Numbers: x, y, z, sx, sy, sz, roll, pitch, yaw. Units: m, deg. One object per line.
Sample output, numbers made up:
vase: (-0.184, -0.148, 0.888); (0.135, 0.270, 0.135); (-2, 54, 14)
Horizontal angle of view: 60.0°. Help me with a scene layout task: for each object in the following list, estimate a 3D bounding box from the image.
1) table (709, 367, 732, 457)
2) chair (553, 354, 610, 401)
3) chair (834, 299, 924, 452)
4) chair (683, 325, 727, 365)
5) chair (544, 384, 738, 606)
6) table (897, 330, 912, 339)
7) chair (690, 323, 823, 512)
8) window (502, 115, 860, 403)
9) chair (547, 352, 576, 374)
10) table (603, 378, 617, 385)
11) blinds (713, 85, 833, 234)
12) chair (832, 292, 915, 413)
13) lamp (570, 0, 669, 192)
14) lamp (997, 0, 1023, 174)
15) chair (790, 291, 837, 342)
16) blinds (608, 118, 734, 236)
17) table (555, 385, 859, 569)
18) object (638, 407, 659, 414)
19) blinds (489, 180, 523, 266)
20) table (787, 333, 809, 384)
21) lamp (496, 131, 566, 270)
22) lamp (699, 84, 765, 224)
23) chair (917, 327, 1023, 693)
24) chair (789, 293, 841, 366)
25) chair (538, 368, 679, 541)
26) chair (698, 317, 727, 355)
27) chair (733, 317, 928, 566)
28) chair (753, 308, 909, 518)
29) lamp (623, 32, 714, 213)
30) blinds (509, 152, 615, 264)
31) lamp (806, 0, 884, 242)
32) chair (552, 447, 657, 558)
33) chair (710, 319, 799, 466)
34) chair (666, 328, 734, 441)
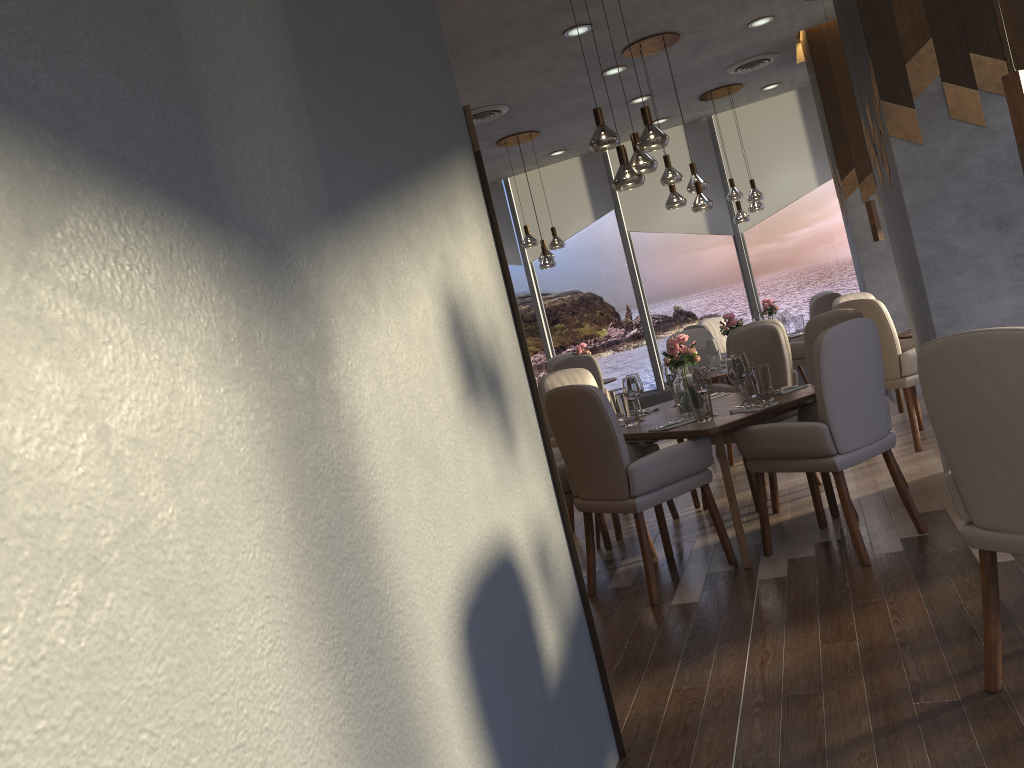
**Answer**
table: (1.700, 0.211, 6.761); (0.834, 0.662, 0.834); (-14, 2, -7)
chair: (0.662, 0.223, 8.212); (0.528, 1.000, 0.600); (-14, 1, 0)
chair: (2.524, -0.114, 5.760); (0.601, 1.000, 0.527); (-14, 1, -25)
chair: (2.110, -0.150, 8.731); (0.601, 1.000, 0.527); (-14, 1, -24)
chair: (0.572, 0.432, 4.117); (0.602, 1.000, 0.526); (-14, 1, -35)
table: (3.111, -0.094, 5.988); (0.831, 0.662, 0.837); (-12, 2, 39)
chair: (1.385, 0.183, 5.268); (0.602, 1.000, 0.526); (-14, 1, -33)
window: (1.442, -1.318, 7.479); (8.086, 3.197, 16.082); (-15, 3, -26)
chair: (0.676, 0.167, 9.373); (0.528, 1.000, 0.600); (-14, 1, -1)
table: (0.706, 0.358, 8.789); (0.836, 0.662, 0.832); (-14, 2, -21)
blinds: (2.811, -3.118, 9.793); (1.170, 2.680, 0.007); (-13, 1, 19)
chair: (2.819, -0.224, 6.607); (0.529, 1.000, 0.598); (-14, 1, -21)
lamp: (0.513, -1.669, 4.635); (0.439, 1.325, 0.440); (-14, 1, 4)
lamp: (1.667, -1.546, 2.641); (1.165, 1.930, 0.118); (-14, 1, -26)
chair: (3.149, -0.421, 9.182); (0.601, 1.000, 0.527); (-14, 1, -24)
blinds: (1.659, -2.858, 10.190); (1.170, 2.680, 0.007); (-13, 1, 19)
table: (1.020, 0.468, 4.686); (0.968, 0.665, 1.303); (-15, 2, -30)
object: (0.748, 0.161, 5.141); (0.158, 0.019, 0.254); (-15, 3, -26)
blinds: (-0.727, -2.625, 10.986); (1.170, 2.680, 0.007); (-13, 1, 19)
table: (2.742, -0.139, 8.918); (0.833, 0.662, 0.835); (-13, 2, 5)
lamp: (0.213, -1.786, 8.777); (0.438, 1.325, 0.440); (-13, 1, 21)
lamp: (2.247, -2.281, 8.890); (0.440, 1.325, 0.439); (-14, 1, -14)
chair: (1.510, 0.286, 2.352); (0.602, 1.000, 0.527); (-14, 1, -28)
chair: (2.896, -0.325, 8.416); (0.530, 1.000, 0.598); (-14, 1, -27)
chair: (0.548, 0.379, 5.397); (0.530, 1.000, 0.598); (-14, 1, -28)
chair: (2.392, -0.251, 9.456); (0.530, 1.000, 0.598); (-14, 1, -28)
chair: (1.393, 0.240, 3.986); (0.530, 1.000, 0.598); (-14, 1, -33)
chair: (1.663, 0.139, 4.779); (0.602, 1.000, 0.527); (-14, 1, -28)
lamp: (1.211, -1.933, 6.739); (0.438, 1.325, 0.441); (-13, 1, 26)
blinds: (0.438, -2.887, 10.584); (1.170, 2.680, 0.007); (-13, 1, 19)
lamp: (2.658, -1.937, 5.966); (0.118, 1.930, 1.158); (-14, 1, -26)
chair: (0.274, 0.482, 4.598); (0.602, 1.000, 0.527); (-14, 1, -28)
chair: (1.701, 0.066, 6.163); (0.528, 1.000, 0.600); (-14, 1, -4)
chair: (1.628, 0.031, 7.322); (0.528, 1.000, 0.599); (-14, 1, -5)
